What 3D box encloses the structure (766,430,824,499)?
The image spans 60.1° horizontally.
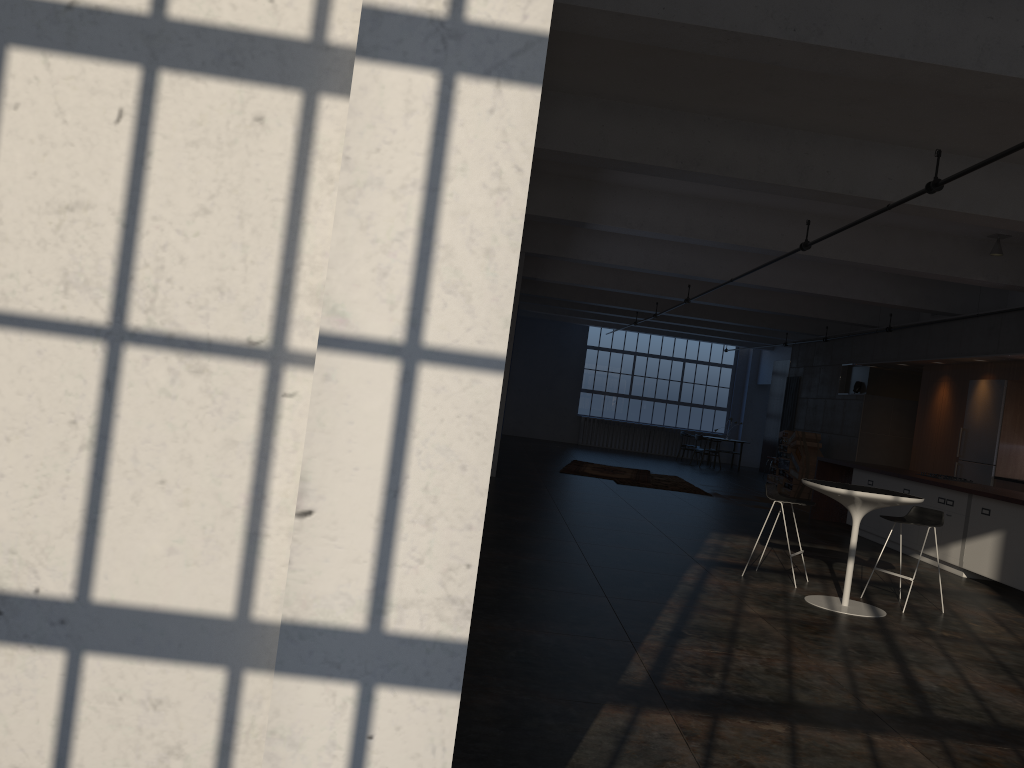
[{"bbox_3d":[5.750,1.600,18.068,0.639,1.315,1.909,8,0,-2],"label":"structure"}]

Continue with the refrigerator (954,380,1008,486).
[{"bbox_3d":[7.010,1.035,13.231,0.221,2.191,0.952,8,0,-4],"label":"refrigerator"}]

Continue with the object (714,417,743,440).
[{"bbox_3d":[6.010,1.221,24.586,0.775,0.624,0.239,8,0,-1],"label":"object"}]

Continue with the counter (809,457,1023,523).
[{"bbox_3d":[5.278,1.660,10.355,1.144,0.971,6.640,8,0,-1],"label":"counter"}]

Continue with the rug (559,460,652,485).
[{"bbox_3d":[1.915,1.720,17.548,1.866,0.048,3.541,8,0,8],"label":"rug"}]

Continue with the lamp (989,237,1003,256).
[{"bbox_3d":[5.852,-1.662,10.672,0.152,0.216,0.159,8,0,35],"label":"lamp"}]

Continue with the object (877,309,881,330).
[{"bbox_3d":[7.477,1.254,10.599,0.058,0.060,0.051,8,0,32],"label":"object"}]

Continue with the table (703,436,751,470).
[{"bbox_3d":[5.908,1.957,24.606,1.281,0.851,1.339,7,0,41],"label":"table"}]

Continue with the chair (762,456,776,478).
[{"bbox_3d":[6.686,1.928,22.100,0.658,0.988,0.426,8,0,-3],"label":"chair"}]

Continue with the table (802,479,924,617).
[{"bbox_3d":[2.709,1.302,7.040,0.830,0.952,0.827,8,0,-3],"label":"table"}]

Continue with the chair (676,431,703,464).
[{"bbox_3d":[5.054,1.795,24.995,0.662,0.864,0.740,8,0,24],"label":"chair"}]

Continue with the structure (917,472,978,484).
[{"bbox_3d":[5.531,1.206,11.296,0.513,0.072,0.638,8,0,-2],"label":"structure"}]

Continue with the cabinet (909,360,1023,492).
[{"bbox_3d":[8.200,1.081,11.332,2.384,2.562,8.087,8,0,-2],"label":"cabinet"}]

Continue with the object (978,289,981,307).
[{"bbox_3d":[7.414,1.289,10.518,0.050,0.053,0.065,8,0,35],"label":"object"}]

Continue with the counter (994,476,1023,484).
[{"bbox_3d":[7.786,1.441,10.566,1.611,0.039,4.450,8,0,-2],"label":"counter"}]

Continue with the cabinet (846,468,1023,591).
[{"bbox_3d":[5.278,1.686,9.744,0.924,0.930,5.635,8,0,-1],"label":"cabinet"}]

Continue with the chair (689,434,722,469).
[{"bbox_3d":[5.195,1.804,23.600,0.681,0.864,0.719,8,0,-16],"label":"chair"}]

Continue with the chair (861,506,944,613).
[{"bbox_3d":[3.309,1.475,7.405,0.514,0.895,0.455,7,0,-26],"label":"chair"}]

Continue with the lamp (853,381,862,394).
[{"bbox_3d":[6.602,0.074,16.893,0.215,0.259,0.168,8,0,-21],"label":"lamp"}]
